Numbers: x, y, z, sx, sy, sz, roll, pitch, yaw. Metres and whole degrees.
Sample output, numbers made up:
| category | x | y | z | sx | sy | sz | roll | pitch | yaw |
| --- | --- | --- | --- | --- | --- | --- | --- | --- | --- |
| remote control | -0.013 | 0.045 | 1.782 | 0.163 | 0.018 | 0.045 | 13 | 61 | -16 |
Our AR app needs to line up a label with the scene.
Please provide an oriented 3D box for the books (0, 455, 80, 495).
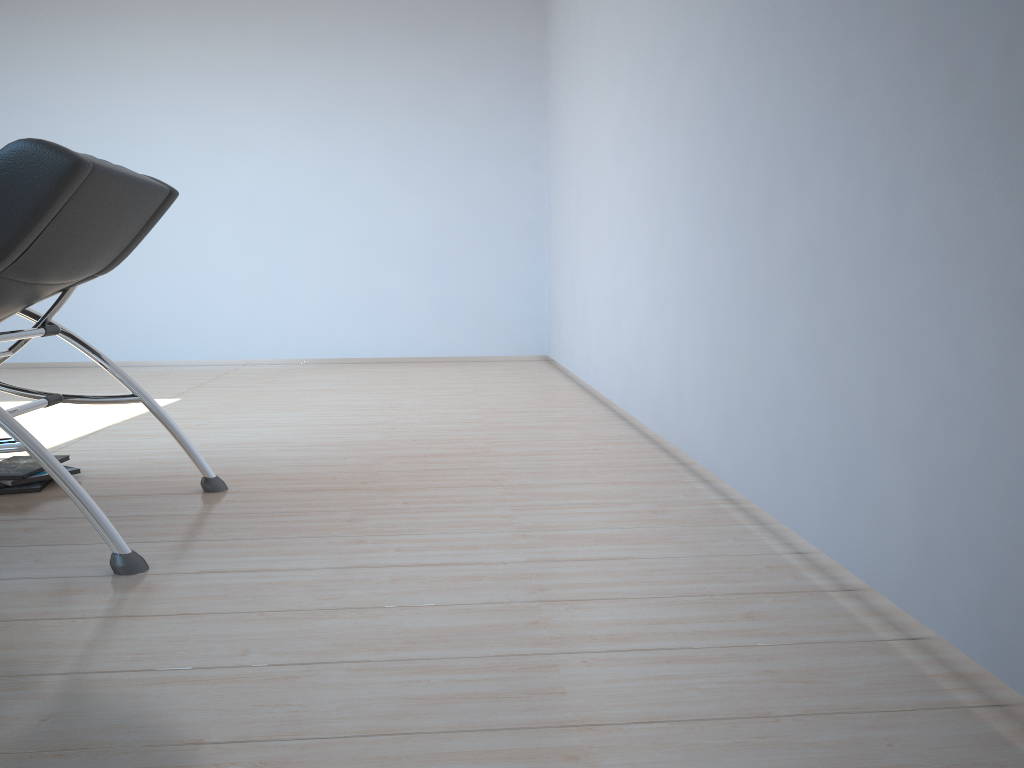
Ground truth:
| category | x | y | z | sx | sy | sz | roll | pitch | yaw |
| --- | --- | --- | --- | --- | --- | --- | --- | --- | --- |
| books | -3.558 | 0.352 | 1.777 | 4.790 | 0.222 | 1.045 | -6 | 9 | -37 |

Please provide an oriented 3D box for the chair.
| category | x | y | z | sx | sy | sz | roll | pitch | yaw |
| --- | --- | --- | --- | --- | --- | --- | --- | --- | --- |
| chair | -1.907 | -0.084 | 2.234 | 2.114 | 0.953 | 0.836 | -1 | 7 | -5 |
